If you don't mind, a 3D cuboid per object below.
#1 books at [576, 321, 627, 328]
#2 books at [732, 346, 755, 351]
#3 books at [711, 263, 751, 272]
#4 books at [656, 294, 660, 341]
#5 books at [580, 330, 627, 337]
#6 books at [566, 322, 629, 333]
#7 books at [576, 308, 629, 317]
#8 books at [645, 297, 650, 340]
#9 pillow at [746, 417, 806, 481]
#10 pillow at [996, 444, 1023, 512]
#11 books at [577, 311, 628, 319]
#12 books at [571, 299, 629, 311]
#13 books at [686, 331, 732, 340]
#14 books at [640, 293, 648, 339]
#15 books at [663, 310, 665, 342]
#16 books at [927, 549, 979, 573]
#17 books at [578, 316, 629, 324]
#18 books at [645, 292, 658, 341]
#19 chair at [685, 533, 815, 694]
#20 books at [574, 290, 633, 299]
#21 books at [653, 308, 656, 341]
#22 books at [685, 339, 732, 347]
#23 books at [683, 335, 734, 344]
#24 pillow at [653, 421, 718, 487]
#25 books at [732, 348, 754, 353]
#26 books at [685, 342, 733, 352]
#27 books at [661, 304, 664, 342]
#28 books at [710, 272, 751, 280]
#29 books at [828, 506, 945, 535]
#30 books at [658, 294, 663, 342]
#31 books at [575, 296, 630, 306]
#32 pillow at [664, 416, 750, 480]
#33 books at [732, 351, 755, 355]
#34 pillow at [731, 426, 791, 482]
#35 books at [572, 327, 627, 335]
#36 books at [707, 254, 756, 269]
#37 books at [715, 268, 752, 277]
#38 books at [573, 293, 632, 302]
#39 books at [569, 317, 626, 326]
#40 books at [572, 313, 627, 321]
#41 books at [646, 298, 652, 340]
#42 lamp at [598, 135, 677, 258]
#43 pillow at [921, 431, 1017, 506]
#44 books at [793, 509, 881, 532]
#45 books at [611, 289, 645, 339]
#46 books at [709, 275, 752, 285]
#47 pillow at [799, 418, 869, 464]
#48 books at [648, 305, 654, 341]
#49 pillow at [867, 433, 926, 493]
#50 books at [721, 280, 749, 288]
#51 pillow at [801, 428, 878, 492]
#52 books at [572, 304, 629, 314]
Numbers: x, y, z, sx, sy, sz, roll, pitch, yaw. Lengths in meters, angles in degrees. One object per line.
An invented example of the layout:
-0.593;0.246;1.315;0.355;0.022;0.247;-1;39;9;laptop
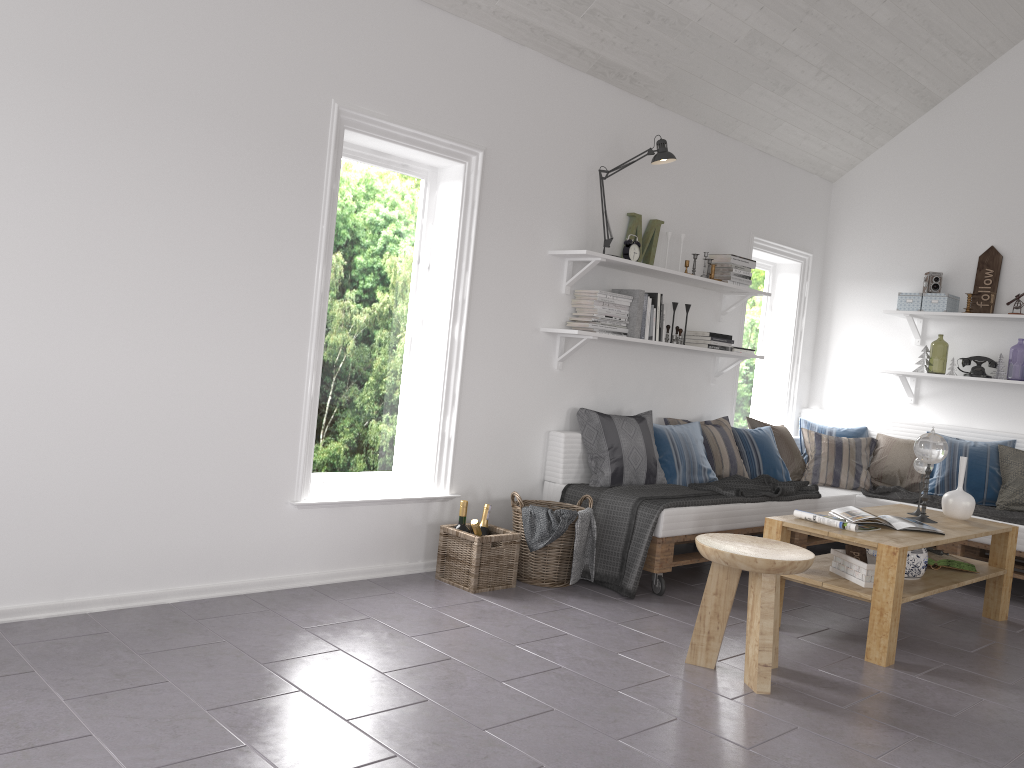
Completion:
0.492;-0.328;4.906;0.254;0.013;0.161;4;3;-44;books
1.427;-0.234;5.771;0.251;0.012;0.202;4;3;-42;books
1.401;-0.744;5.674;0.223;0.027;0.161;4;3;-44;books
0.763;-0.387;5.115;0.054;0.272;0.200;4;3;-44;books
0.491;-0.277;4.903;0.254;0.012;0.161;4;3;-44;books
0.470;-0.312;4.888;0.331;0.025;0.176;4;3;-44;books
0.499;-0.396;4.906;0.263;0.017;0.167;4;3;-44;books
0.689;-0.378;5.045;0.019;0.243;0.205;4;3;-44;books
1.826;0.461;6.071;0.545;0.438;0.334;4;2;-39;pillow
3.178;0.598;5.286;0.519;0.395;0.334;7;2;24;pillow
0.499;-0.381;4.896;0.254;0.012;0.161;4;3;-44;books
0.485;-0.436;4.905;0.296;0.028;0.180;4;3;-44;books
1.234;-0.306;5.572;0.239;0.028;0.190;4;2;-42;books
0.676;-0.386;5.024;0.046;0.257;0.193;4;3;-44;books
0.821;-0.339;5.160;0.045;0.185;0.152;4;3;-44;books
2.040;0.851;4.428;0.445;0.079;0.301;6;2;-3;books
0.505;-0.356;4.902;0.256;0.013;0.161;4;3;-44;books
0.752;-0.389;5.100;0.038;0.274;0.200;4;3;-44;books
0.874;0.839;3.296;0.431;0.479;0.431;8;3;44;chair
0.505;-0.492;4.879;0.288;0.016;0.182;4;3;-44;books
0.762;-0.342;5.069;0.042;0.185;0.125;4;3;-44;books
1.233;-0.257;5.570;0.191;0.023;0.242;8;3;44;books
1.236;-0.280;5.581;0.258;0.023;0.212;4;3;-44;books
0.961;0.420;5.190;0.525;0.401;0.331;5;2;-25;pillow
1.429;-0.221;5.765;0.187;0.014;0.248;8;3;44;books
1.232;-0.230;5.582;0.258;0.032;0.191;4;2;-42;books
0.803;-0.357;5.141;0.047;0.219;0.171;4;3;-44;books
1.401;-0.692;5.683;0.238;0.024;0.152;4;3;-44;books
1.735;0.628;4.125;0.422;0.049;0.300;6;2;1;books
0.778;-0.387;5.132;0.048;0.274;0.210;4;3;-44;books
0.499;-0.458;4.894;0.273;0.021;0.174;4;3;-44;books
1.217;0.416;5.474;0.546;0.438;0.316;5;2;-31;pillow
1.431;-0.206;5.768;0.253;0.014;0.187;4;3;-44;books
1.573;0.476;5.737;0.523;0.408;0.341;5;2;-28;pillow
0.483;-0.291;4.889;0.285;0.012;0.159;4;3;-44;books
1.410;-0.784;5.684;0.290;0.053;0.176;4;3;-44;books
1.413;-0.717;5.697;0.223;0.026;0.161;4;3;-44;books
0.500;-0.477;4.892;0.288;0.016;0.182;4;3;-44;books
0.470;-0.344;4.904;0.288;0.016;0.182;4;3;-44;books
0.485;-0.370;4.893;0.285;0.012;0.159;4;3;-44;books
0.700;-0.373;5.057;0.031;0.236;0.200;4;3;-44;books
0.652;-1.015;4.830;0.439;0.703;0.196;6;2;-9;lamp
2.876;0.535;5.583;0.526;0.428;0.311;7;2;25;pillow
1.460;0.611;3.984;0.229;0.043;0.300;4;2;-40;books
0.640;-0.395;4.992;0.050;0.271;0.200;4;3;-44;books
1.396;-0.664;5.678;0.239;0.032;0.172;4;3;-44;books
2.287;0.487;6.316;0.534;0.437;0.287;6;2;19;pillow
0.743;-0.352;5.055;0.044;0.203;0.141;4;3;-44;books
2.598;0.549;5.887;0.521;0.381;0.366;8;3;43;pillow
1.376;-0.634;5.678;0.239;0.032;0.172;4;3;-44;books
2.218;0.529;6.029;0.516;0.392;0.358;6;2;15;pillow
0.485;-0.414;4.910;0.288;0.016;0.182;4;3;-44;books
